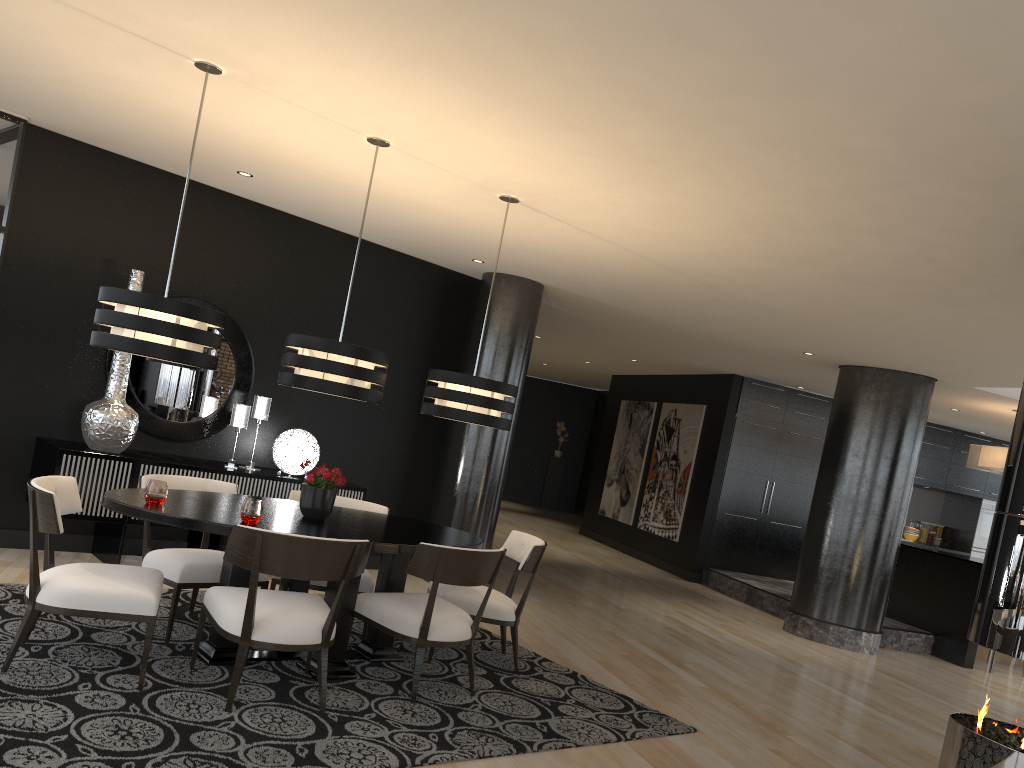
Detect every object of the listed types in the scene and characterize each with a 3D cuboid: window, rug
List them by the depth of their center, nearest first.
[{"bbox_3d":[4.421,0.125,4.474,16.026,4.789,10.046,13,-3,-32],"label":"window"},{"bbox_3d":[-1.236,1.439,4.625,3.758,0.011,2.693,14,-4,-41],"label":"rug"}]

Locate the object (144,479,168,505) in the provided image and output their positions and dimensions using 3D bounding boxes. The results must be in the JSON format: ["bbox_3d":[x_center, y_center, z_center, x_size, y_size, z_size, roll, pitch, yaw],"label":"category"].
[{"bbox_3d":[-1.615,0.492,4.006,0.095,0.106,0.096,11,0,15],"label":"object"}]

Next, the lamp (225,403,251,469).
[{"bbox_3d":[-2.017,0.379,6.467,0.125,0.466,0.131,11,2,-18],"label":"lamp"}]

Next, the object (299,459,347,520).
[{"bbox_3d":[-0.997,0.556,4.606,0.239,0.298,0.226,11,0,-39],"label":"object"}]

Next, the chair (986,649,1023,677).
[{"bbox_3d":[5.072,2.490,9.155,0.478,0.965,0.515,11,1,-18],"label":"chair"}]

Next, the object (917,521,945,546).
[{"bbox_3d":[6.290,2.253,13.266,0.367,0.316,0.113,12,1,-19],"label":"object"}]

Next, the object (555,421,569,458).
[{"bbox_3d":[1.062,1.190,18.996,0.337,0.788,0.229,12,2,10],"label":"object"}]

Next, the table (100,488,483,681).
[{"bbox_3d":[-1.106,1.079,4.642,2.126,0.770,1.198,14,-3,-39],"label":"table"}]

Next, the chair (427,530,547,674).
[{"bbox_3d":[-0.170,1.293,5.378,0.618,0.807,0.640,11,0,-12],"label":"chair"}]

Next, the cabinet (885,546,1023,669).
[{"bbox_3d":[5.908,2.664,9.929,3.132,1.039,1.173,12,-1,-19],"label":"cabinet"}]

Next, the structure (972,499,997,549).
[{"bbox_3d":[7.062,2.079,12.897,0.705,0.708,0.085,12,2,-19],"label":"structure"}]

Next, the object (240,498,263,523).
[{"bbox_3d":[-1.189,0.580,4.035,0.096,0.106,0.094,12,0,-30],"label":"object"}]

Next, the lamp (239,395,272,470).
[{"bbox_3d":[-1.917,0.366,6.626,0.132,0.551,0.125,12,2,12],"label":"lamp"}]

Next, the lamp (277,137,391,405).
[{"bbox_3d":[-0.812,-0.597,4.544,0.540,1.330,0.530,10,2,-42],"label":"lamp"}]

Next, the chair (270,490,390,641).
[{"bbox_3d":[-1.109,1.101,5.324,0.645,0.807,0.613,11,0,-12],"label":"chair"}]

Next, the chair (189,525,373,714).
[{"bbox_3d":[-1.062,1.033,4.020,0.648,0.807,0.611,11,0,-31],"label":"chair"}]

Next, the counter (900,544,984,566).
[{"bbox_3d":[6.013,2.138,9.910,3.132,0.032,1.174,12,-4,-19],"label":"counter"}]

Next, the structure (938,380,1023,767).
[{"bbox_3d":[2.492,0.744,3.746,0.591,2.746,0.883,10,2,-30],"label":"structure"}]

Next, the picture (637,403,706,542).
[{"bbox_3d":[2.240,1.203,12.388,0.077,1.875,1.147,11,1,-18],"label":"picture"}]

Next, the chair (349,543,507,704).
[{"bbox_3d":[-0.442,1.193,4.614,0.610,0.807,0.648,11,0,42],"label":"chair"}]

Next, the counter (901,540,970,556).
[{"bbox_3d":[5.194,2.175,12.663,2.877,0.034,0.727,12,-4,-19],"label":"counter"}]

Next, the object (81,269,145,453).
[{"bbox_3d":[-2.577,-0.150,5.826,0.346,1.210,0.340,10,2,-32],"label":"object"}]

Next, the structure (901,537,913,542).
[{"bbox_3d":[5.204,2.152,12.644,0.905,0.066,0.518,12,-3,-19],"label":"structure"}]

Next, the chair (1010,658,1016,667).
[{"bbox_3d":[5.804,2.652,9.411,0.478,0.965,0.515,11,1,-18],"label":"chair"}]

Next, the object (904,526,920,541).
[{"bbox_3d":[5.937,2.234,13.124,0.206,0.205,0.184,12,0,-17],"label":"object"}]

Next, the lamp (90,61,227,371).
[{"bbox_3d":[-1.480,-0.767,3.954,0.540,1.330,0.530,10,2,-42],"label":"lamp"}]

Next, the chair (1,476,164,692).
[{"bbox_3d":[-1.879,0.864,3.928,0.620,0.807,0.638,11,0,-20],"label":"chair"}]

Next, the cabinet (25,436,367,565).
[{"bbox_3d":[-2.230,0.961,6.425,2.258,0.767,0.604,14,-2,-41],"label":"cabinet"}]

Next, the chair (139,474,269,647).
[{"bbox_3d":[-1.726,0.948,4.828,0.610,0.807,0.648,11,0,35],"label":"chair"}]

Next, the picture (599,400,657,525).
[{"bbox_3d":[1.801,1.193,13.717,0.077,1.875,1.147,11,1,-18],"label":"picture"}]

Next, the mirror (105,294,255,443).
[{"bbox_3d":[-2.396,-0.106,6.445,1.086,1.079,0.025,12,1,-41],"label":"mirror"}]

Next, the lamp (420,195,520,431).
[{"bbox_3d":[-0.144,-0.428,5.134,0.540,1.330,0.530,10,2,-42],"label":"lamp"}]

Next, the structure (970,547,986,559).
[{"bbox_3d":[6.920,2.787,12.923,0.705,0.708,0.085,12,2,-19],"label":"structure"}]

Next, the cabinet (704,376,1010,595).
[{"bbox_3d":[5.292,1.728,12.624,5.760,2.530,0.723,12,1,-19],"label":"cabinet"}]
